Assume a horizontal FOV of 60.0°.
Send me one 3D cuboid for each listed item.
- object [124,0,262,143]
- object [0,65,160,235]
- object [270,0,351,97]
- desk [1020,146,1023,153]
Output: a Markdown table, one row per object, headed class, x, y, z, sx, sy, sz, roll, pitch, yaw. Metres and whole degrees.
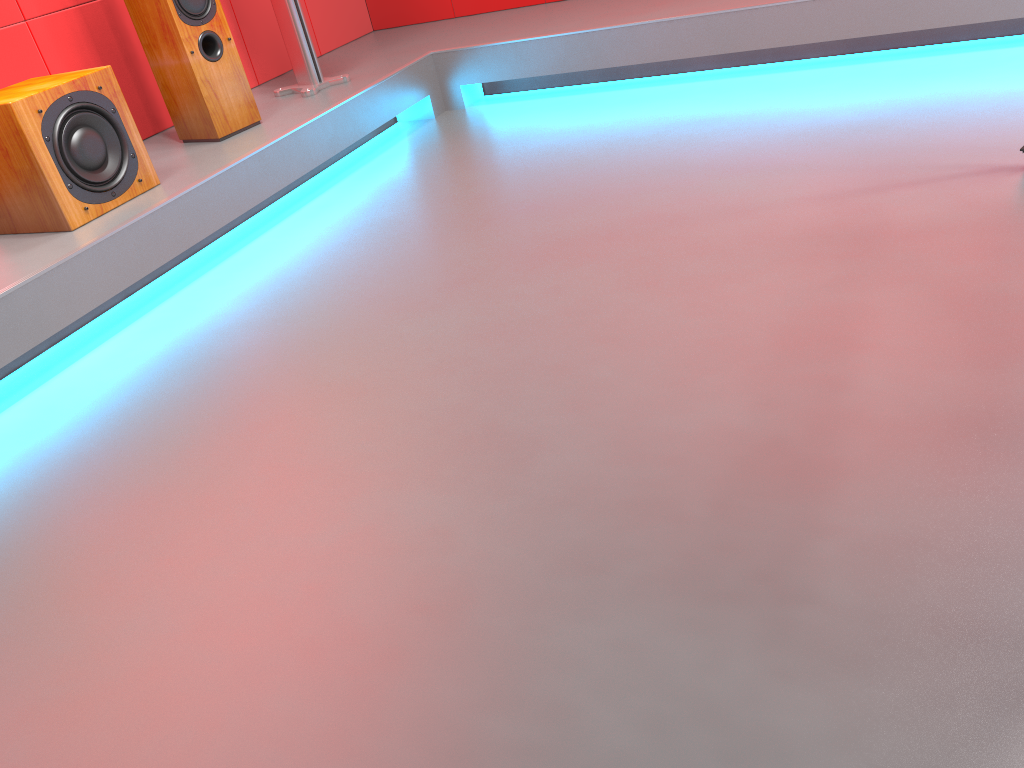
| class | x | y | z | sx | sy | sz | roll | pitch | yaw |
| --- | --- | --- | --- | --- | --- | --- | --- | --- | --- |
| object | -1.158 | -1.353 | 2.955 | 0.238 | 1.052 | 0.203 | 10 | 37 | 34 |
| object | -1.344 | -0.681 | 2.592 | 0.360 | 0.360 | 0.360 | 3 | 34 | 26 |
| object | -0.922 | -1.650 | 3.352 | 0.265 | 1.058 | 0.231 | 18 | 42 | 42 |
| desk | 1.098 | -0.377 | 1.243 | 0.594 | 0.690 | 1.617 | 3 | 34 | 26 |
